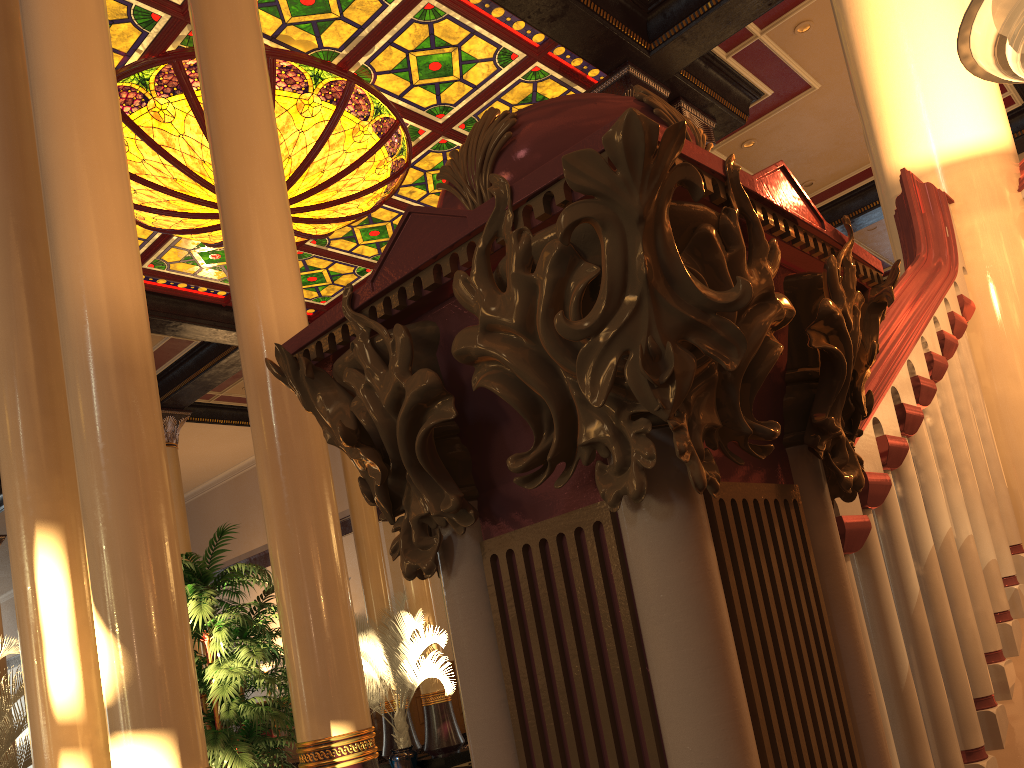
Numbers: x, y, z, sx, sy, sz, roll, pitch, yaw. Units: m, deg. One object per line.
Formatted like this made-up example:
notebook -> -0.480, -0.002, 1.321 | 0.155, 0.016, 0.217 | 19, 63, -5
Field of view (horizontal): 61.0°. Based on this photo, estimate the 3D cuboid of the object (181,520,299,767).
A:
object -> -1.506, 1.797, 4.590 | 1.079, 2.101, 1.063 | -11, -9, -2

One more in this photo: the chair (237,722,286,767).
chair -> -4.500, 6.588, 15.664 | 0.700, 0.898, 0.646 | -5, -13, -30

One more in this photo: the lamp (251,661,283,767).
lamp -> -4.556, 6.320, 16.540 | 0.580, 1.966, 0.594 | -11, -8, 0

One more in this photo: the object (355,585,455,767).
object -> -1.290, 3.574, 10.483 | 1.811, 2.219, 2.147 | -22, -16, 41

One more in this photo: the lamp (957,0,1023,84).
lamp -> 1.221, 0.263, 1.314 | 0.594, 1.966, 0.580 | -6, -9, -32

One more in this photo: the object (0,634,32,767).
object -> -4.424, 3.253, 7.427 | 2.030, 2.204, 1.887 | -18, -13, 27

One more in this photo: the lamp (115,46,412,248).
lamp -> -2.386, -1.830, 8.054 | 2.972, 0.586, 3.123 | -24, -21, 35

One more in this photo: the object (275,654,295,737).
object -> -3.835, 5.895, 15.902 | 1.079, 2.101, 1.063 | -11, -9, -2
